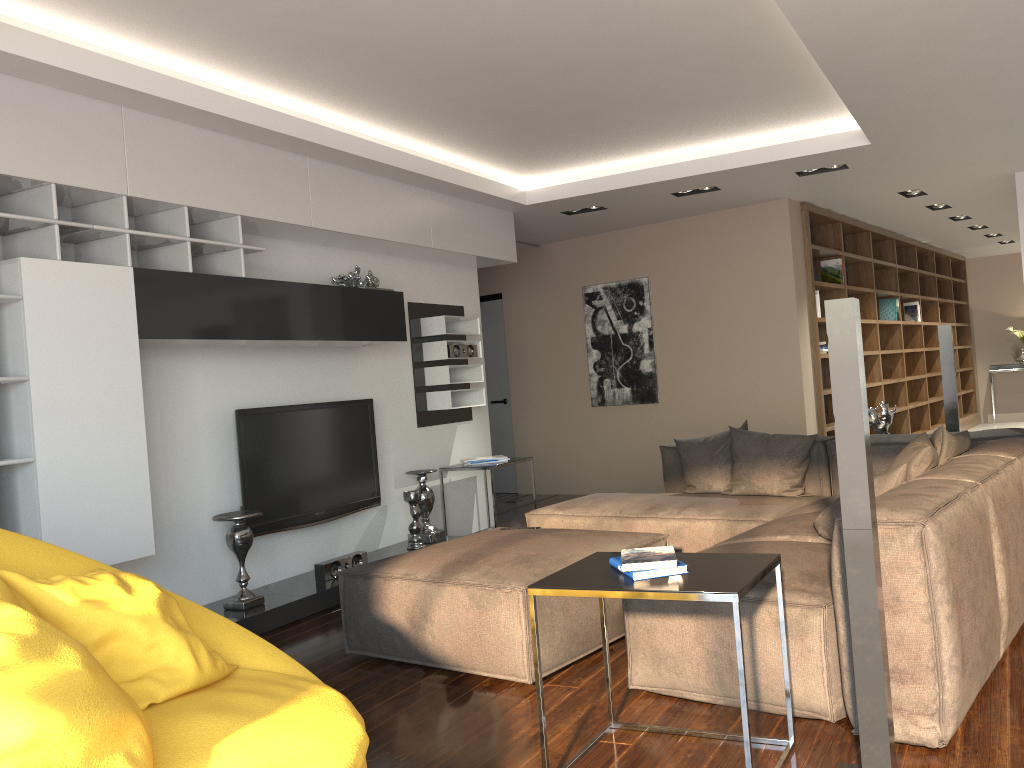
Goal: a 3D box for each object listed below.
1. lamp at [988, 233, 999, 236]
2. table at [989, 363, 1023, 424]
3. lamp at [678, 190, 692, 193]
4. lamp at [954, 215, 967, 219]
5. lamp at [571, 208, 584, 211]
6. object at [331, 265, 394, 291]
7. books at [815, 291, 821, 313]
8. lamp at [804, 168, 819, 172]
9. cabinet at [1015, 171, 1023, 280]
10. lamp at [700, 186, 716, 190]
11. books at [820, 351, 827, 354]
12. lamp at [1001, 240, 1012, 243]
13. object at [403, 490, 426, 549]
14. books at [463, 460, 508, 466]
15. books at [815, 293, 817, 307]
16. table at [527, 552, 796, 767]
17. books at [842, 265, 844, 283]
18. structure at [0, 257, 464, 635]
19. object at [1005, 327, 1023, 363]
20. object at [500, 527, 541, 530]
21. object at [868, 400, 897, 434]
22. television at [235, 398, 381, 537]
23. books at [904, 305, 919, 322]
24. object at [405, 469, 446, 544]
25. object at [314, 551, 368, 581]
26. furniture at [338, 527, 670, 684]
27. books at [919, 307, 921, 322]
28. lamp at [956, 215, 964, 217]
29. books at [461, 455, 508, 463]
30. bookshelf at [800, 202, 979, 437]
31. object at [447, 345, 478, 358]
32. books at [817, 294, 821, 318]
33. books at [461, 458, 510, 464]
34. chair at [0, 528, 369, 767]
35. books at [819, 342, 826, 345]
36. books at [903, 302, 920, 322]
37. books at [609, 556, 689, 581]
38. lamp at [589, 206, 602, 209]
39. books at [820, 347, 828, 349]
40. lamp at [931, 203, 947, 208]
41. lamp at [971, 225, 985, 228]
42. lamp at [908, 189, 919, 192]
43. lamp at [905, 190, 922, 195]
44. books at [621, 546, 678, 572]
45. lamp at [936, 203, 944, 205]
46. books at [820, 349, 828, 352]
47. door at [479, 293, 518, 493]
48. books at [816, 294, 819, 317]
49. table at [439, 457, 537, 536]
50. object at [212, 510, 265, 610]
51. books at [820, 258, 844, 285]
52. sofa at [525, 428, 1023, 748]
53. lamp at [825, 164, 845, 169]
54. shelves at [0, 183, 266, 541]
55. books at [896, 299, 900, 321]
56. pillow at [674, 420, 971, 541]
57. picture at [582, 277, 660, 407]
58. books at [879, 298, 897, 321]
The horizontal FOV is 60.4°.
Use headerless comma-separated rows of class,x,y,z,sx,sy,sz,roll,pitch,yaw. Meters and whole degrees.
lamp,5.985,-1.880,10.912,0.168,0.077,0.186,-5,0,38
table,7.735,0.104,12.770,1.369,0.865,0.466,-5,0,26
lamp,1.336,-1.522,6.831,0.168,0.077,0.186,-5,0,34
lamp,4.748,-1.786,9.289,0.168,0.077,0.186,-5,0,38
lamp,0.508,-1.456,7.229,0.168,0.077,0.186,-5,0,34
object,-0.971,-0.660,5.579,0.310,0.177,0.337,-5,0,28
books,2.651,-0.700,7.823,0.166,0.244,0.020,-5,0,37
lamp,2.174,-1.590,6.428,0.168,0.077,0.186,-5,0,34
cabinet,4.569,-0.488,3.513,4.255,2.500,7.226,-5,0,28
lamp,1.491,-1.535,6.756,0.170,0.077,0.183,-5,0,23
books,2.729,-0.274,7.892,0.153,0.022,0.208,-5,0,9
lamp,6.596,-1.926,11.720,0.168,0.077,0.186,-5,0,38
object,-0.640,0.888,5.764,0.118,0.371,0.127,-5,0,22
books,-0.201,0.582,6.583,0.325,0.011,0.248,-5,0,-9
books,2.571,-0.694,7.680,0.166,0.244,0.020,-5,0,37
table,0.438,0.808,2.503,0.575,0.563,0.470,-5,0,27
books,3.071,-1.057,8.386,0.169,0.251,0.025,-5,0,37
structure,-1.247,0.334,4.833,0.459,1.766,3.013,-5,0,29
object,7.457,-0.582,12.882,0.322,0.546,0.296,-5,0,2
object,0.039,0.700,4.266,0.199,0.015,0.053,-5,0,26
object,2.271,0.244,5.371,0.287,0.287,0.282,-5,0,-2
television,-1.212,0.475,5.208,0.138,0.714,1.151,-5,0,30
books,4.822,-0.845,10.618,0.147,0.205,0.023,-5,0,37
object,-0.601,0.831,5.996,0.213,0.482,0.226,-5,0,22
object,-0.985,1.052,5.092,0.069,0.094,0.376,-5,0,29
furniture,-0.002,0.903,3.921,1.037,0.440,1.155,-5,0,38
books,4.878,-0.851,10.688,0.147,0.205,0.022,-5,0,37
lamp,4.634,-1.778,9.139,0.169,0.077,0.185,-5,0,31
books,-0.210,0.561,6.594,0.327,0.011,0.246,-4,0,-14
bookshelf,4.600,-0.469,10.353,0.275,2.490,6.897,-5,0,38
object,-0.389,-0.243,6.576,0.069,0.094,0.376,-5,0,29
books,2.654,-0.682,7.797,0.147,0.205,0.022,-5,0,37
books,-0.201,0.571,6.592,0.330,0.011,0.244,-4,0,-19
chair,-0.900,0.691,1.844,1.151,1.005,1.498,-5,0,-5
books,2.722,-0.359,7.891,0.153,0.020,0.208,-5,0,9
books,4.831,-0.865,10.636,0.166,0.244,0.020,-5,0,37
books,0.388,0.519,2.516,0.167,0.023,0.226,-4,0,-12
lamp,0.663,-1.468,7.155,0.170,0.077,0.183,-5,0,23
books,2.715,-0.315,7.880,0.154,0.023,0.244,-5,0,39
lamp,4.131,-1.739,8.482,0.183,0.077,0.171,-4,0,-16
lamp,5.368,-1.833,10.103,0.168,0.077,0.186,-5,0,38
lamp,3.400,-1.684,7.521,0.183,0.077,0.171,-4,0,-17
lamp,3.515,-1.693,7.671,0.183,0.077,0.171,-4,0,-16
books,0.388,0.496,2.502,0.154,0.022,0.206,-5,0,5
lamp,4.017,-1.731,8.332,0.183,0.077,0.171,-4,0,-17
books,2.721,-0.294,7.873,0.167,0.019,0.255,-5,0,28
door,-0.359,0.122,9.440,0.949,2.093,0.162,-5,0,37
books,2.617,-0.679,7.731,0.147,0.205,0.022,-5,0,37
table,-0.162,0.867,6.597,0.431,0.563,0.627,-5,0,28
object,-1.372,0.891,4.462,0.232,0.475,0.247,-5,0,20
books,3.034,-1.052,8.340,0.183,0.248,0.045,-5,0,37
sofa,0.977,0.696,4.198,2.592,0.704,2.617,-5,0,38
lamp,2.329,-1.602,6.353,0.180,0.077,0.174,-5,0,-7
shelves,-1.898,-0.021,3.835,0.362,1.600,2.008,-5,0,29
books,4.250,-0.823,9.879,0.184,0.245,0.029,-5,0,37
pillow,1.612,0.393,4.334,1.077,0.431,2.059,-5,0,-8
picture,1.020,-0.383,8.308,0.714,1.165,0.030,-5,0,36
books,4.220,-0.828,9.874,0.190,0.260,0.015,-5,0,37
